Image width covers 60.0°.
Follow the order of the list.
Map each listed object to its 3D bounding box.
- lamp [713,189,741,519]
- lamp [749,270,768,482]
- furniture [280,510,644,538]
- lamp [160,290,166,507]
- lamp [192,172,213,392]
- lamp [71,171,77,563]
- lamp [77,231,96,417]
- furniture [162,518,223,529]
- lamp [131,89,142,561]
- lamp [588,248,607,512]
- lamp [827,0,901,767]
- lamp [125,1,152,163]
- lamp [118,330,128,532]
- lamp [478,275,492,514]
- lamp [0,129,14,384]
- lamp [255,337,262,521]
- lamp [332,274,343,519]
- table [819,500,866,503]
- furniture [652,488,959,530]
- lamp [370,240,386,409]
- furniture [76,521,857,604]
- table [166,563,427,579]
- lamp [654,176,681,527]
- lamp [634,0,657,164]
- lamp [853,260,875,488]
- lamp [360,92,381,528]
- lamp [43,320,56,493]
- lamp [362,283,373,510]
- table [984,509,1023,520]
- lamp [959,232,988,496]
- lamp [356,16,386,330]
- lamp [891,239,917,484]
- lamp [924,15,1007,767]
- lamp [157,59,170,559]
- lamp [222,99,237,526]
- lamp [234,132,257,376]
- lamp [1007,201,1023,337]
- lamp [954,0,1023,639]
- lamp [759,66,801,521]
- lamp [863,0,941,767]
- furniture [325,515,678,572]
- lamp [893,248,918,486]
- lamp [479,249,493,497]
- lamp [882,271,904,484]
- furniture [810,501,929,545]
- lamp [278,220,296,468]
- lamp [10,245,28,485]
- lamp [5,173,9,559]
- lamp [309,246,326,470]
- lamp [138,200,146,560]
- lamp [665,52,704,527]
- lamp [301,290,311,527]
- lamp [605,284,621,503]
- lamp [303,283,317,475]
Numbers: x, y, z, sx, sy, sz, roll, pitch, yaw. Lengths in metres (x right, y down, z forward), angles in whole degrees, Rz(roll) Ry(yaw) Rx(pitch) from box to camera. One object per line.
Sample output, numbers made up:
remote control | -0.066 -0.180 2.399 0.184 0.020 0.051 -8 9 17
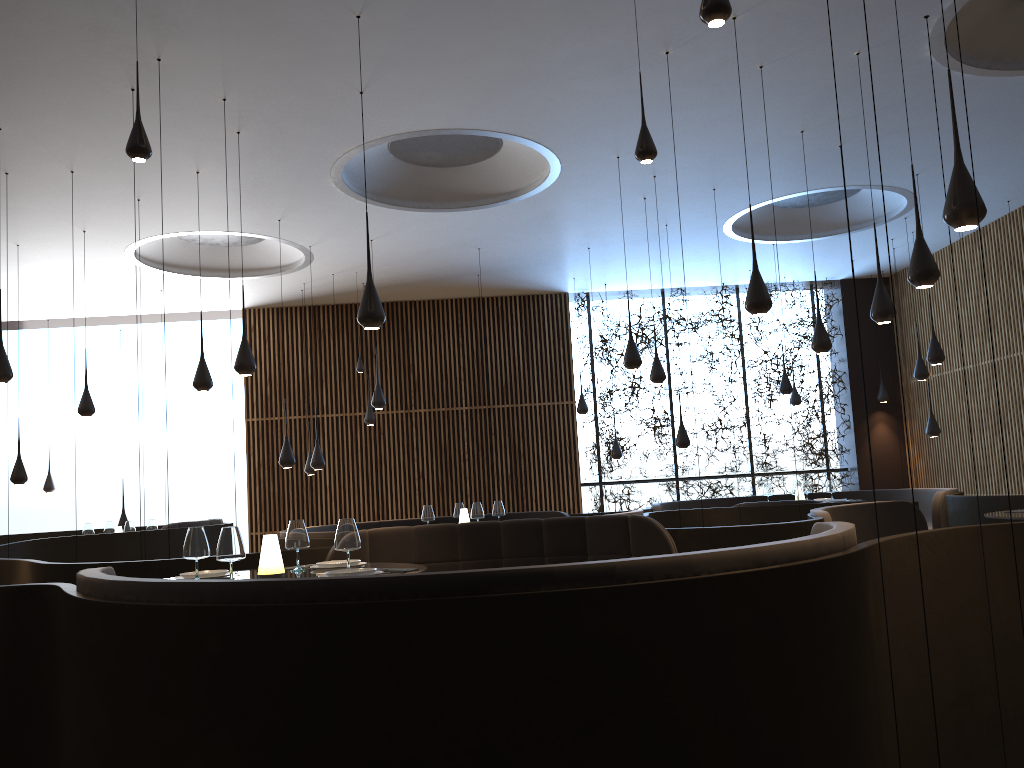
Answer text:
lamp | 2.549 0.833 10.099 0.196 6.261 0.196 -7 -6 33
lamp | 4.088 1.248 14.269 0.196 6.261 0.196 -6 -6 23
furniture | -0.540 2.032 9.590 3.789 1.115 3.891 0 -8 -27
lamp | -5.221 1.675 13.357 0.196 6.261 0.196 -1 -6 -27
lamp | -3.106 -1.028 8.837 0.196 2.218 0.196 -4 -5 3
lamp | -4.157 1.020 8.449 0.196 6.261 0.196 -4 -5 3
lamp | -5.046 -0.717 10.488 0.196 2.218 0.196 -7 -6 33
furniture | -4.347 2.363 11.842 0.931 1.057 2.538 -3 -7 -6
lamp | -2.865 0.749 6.824 0.196 6.261 0.196 -2 -6 -17
lamp | 1.276 1.178 12.347 0.196 6.261 0.196 -8 -7 43
lamp | 1.603 0.799 3.846 0.196 6.261 0.196 -8 -7 43
lamp | -2.033 -1.942 4.801 0.133 1.505 0.133 -3 -5 -7
lamp | -5.590 0.684 12.712 0.196 2.954 0.196 -8 -7 43
lamp | -0.346 1.414 13.527 0.196 6.261 0.196 -1 -6 -27
lamp | -4.379 -1.106 7.583 0.196 2.218 0.196 -7 -6 33
lamp | -3.969 2.359 14.078 0.196 6.261 0.196 -1 -6 -27
lamp | -2.497 1.471 12.969 0.196 6.261 0.196 -6 -6 26
table | 3.981 2.141 12.096 1.673 1.021 1.676 2 -9 -41
furniture | 3.903 2.025 11.858 3.790 1.045 3.894 0 -7 -25
lamp | -1.778 -0.780 11.526 0.196 2.218 0.196 -3 -5 -7
furniture | -0.090 1.251 3.827 3.933 1.045 1.986 -3 -7 -5
table | -1.267 1.554 4.732 1.674 1.021 1.674 -7 -8 32
lamp | 1.762 0.811 9.543 0.196 6.261 0.196 -7 -6 33
lamp | 0.746 -2.049 5.265 0.133 1.505 0.133 -3 -5 -7
lamp | 5.678 1.124 14.001 0.196 6.261 0.196 -6 -6 23
lamp | -1.078 0.681 7.110 0.196 6.261 0.196 -7 -6 33
lamp | -7.899 0.372 15.117 0.196 2.954 0.196 -6 -6 23
lamp | -2.160 1.532 13.636 0.196 6.261 0.196 -4 -5 6
table | 4.442 1.435 6.472 1.672 1.021 1.677 -2 -7 -12
lamp | 6.436 0.854 12.127 0.196 6.261 0.196 -5 -6 13
lamp | -1.017 -1.480 6.131 0.196 2.218 0.196 -8 -7 43
lamp | 5.801 0.973 12.811 0.196 6.261 0.196 -5 -6 13
lamp | 2.498 1.057 4.664 0.196 6.261 0.196 -8 -7 43
lamp | -2.476 0.673 6.377 0.196 6.261 0.196 -2 -6 -17
lamp | -2.216 0.744 7.089 0.196 6.261 0.196 -6 -6 23
lamp | -2.421 -1.179 7.947 0.196 2.218 0.196 -3 -5 -7
lamp | 6.638 0.735 11.238 0.196 6.261 0.196 -6 -6 23
lamp | 2.212 0.118 4.025 0.196 6.261 0.196 -8 -7 43
lamp | 2.246 0.483 7.060 0.196 6.261 0.196 -7 -6 33
lamp | 1.570 0.098 3.547 0.196 6.261 0.196 -8 -7 43
furniture | -0.083 1.503 6.215 2.531 1.058 0.933 -4 -6 3
lamp | 6.067 1.025 13.367 0.196 6.261 0.196 -2 -6 -17
lamp | -0.279 1.231 12.044 0.196 6.261 0.196 -8 -7 43
lamp | 6.525 1.181 14.878 0.196 6.261 0.196 -6 -6 23
furniture | 3.177 1.559 7.576 0.902 1.045 2.533 -8 -8 39
lamp | -2.699 -0.490 10.466 0.196 2.954 0.196 1 -7 -37
lamp | -6.037 -0.251 10.847 0.196 2.954 0.196 -7 -6 33
lamp | -4.772 1.050 8.398 0.196 6.261 0.196 -7 -6 33
lamp | -2.595 -0.356 11.628 0.196 2.954 0.196 -8 -7 43
lamp | -3.878 1.112 9.343 0.196 6.261 0.196 -4 -5 3
lamp | 1.408 0.491 6.725 0.196 6.261 0.196 -7 -6 33
lamp | -3.170 1.616 13.854 0.196 6.261 0.196 -4 -5 6
lamp | 1.762 1.431 14.673 0.196 6.261 0.196 -6 -6 23
lamp | -3.133 -0.088 13.589 0.196 2.954 0.196 -2 -6 -17
